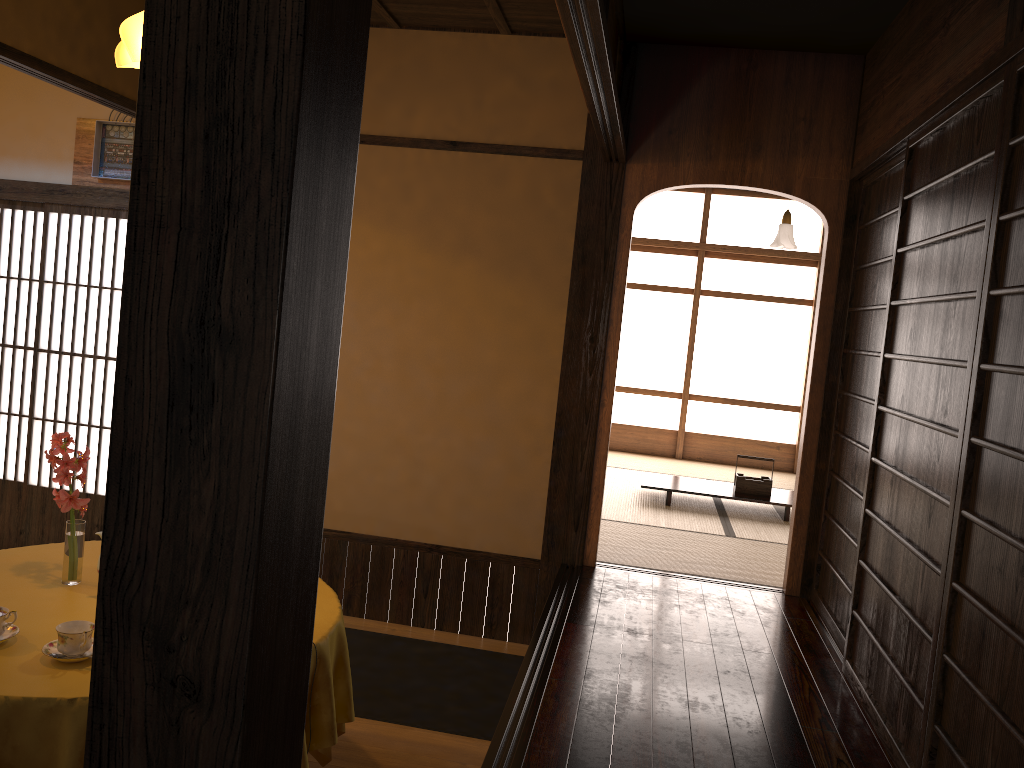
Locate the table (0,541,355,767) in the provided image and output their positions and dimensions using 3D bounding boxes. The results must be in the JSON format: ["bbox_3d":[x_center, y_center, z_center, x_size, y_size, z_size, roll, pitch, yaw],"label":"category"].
[{"bbox_3d":[-1.204,0.983,2.633,1.445,0.694,1.445,7,4,9],"label":"table"}]

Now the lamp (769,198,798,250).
[{"bbox_3d":[1.969,-1.357,6.275,0.197,0.797,0.225,7,3,17],"label":"lamp"}]

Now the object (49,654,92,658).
[{"bbox_3d":[-1.070,0.663,2.158,0.126,0.019,0.029,7,4,12],"label":"object"}]

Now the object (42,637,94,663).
[{"bbox_3d":[-1.091,0.667,2.206,0.144,0.024,0.144,3,5,-31],"label":"object"}]

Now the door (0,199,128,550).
[{"bbox_3d":[-3.299,-0.077,5.032,2.649,1.997,0.066,6,3,9],"label":"door"}]

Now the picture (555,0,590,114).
[{"bbox_3d":[0.127,-1.285,2.466,0.117,0.564,2.046,6,4,9],"label":"picture"}]

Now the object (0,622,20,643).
[{"bbox_3d":[-1.328,0.639,2.243,0.144,0.024,0.144,3,5,-31],"label":"object"}]

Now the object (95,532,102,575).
[{"bbox_3d":[-1.133,0.512,2.655,0.164,0.252,0.154,7,4,22],"label":"object"}]

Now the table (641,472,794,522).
[{"bbox_3d":[1.533,0.816,6.405,1.201,0.118,0.601,7,4,9],"label":"table"}]

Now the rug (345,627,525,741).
[{"bbox_3d":[-1.414,1.195,4.099,2.956,0.005,0.902,7,5,9],"label":"rug"}]

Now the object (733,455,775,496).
[{"bbox_3d":[1.737,0.650,6.368,0.260,0.258,0.150,6,3,9],"label":"object"}]

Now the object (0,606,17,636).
[{"bbox_3d":[-1.321,0.608,2.239,0.099,0.076,0.090,8,5,33],"label":"object"}]

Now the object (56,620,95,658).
[{"bbox_3d":[-1.087,0.635,2.200,0.090,0.076,0.099,5,4,-7],"label":"object"}]

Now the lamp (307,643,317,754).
[{"bbox_3d":[-0.789,0.782,2.476,0.512,1.201,0.198,6,3,9],"label":"lamp"}]

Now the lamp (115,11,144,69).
[{"bbox_3d":[-0.969,-1.295,2.540,0.250,0.809,0.277,8,3,30],"label":"lamp"}]
